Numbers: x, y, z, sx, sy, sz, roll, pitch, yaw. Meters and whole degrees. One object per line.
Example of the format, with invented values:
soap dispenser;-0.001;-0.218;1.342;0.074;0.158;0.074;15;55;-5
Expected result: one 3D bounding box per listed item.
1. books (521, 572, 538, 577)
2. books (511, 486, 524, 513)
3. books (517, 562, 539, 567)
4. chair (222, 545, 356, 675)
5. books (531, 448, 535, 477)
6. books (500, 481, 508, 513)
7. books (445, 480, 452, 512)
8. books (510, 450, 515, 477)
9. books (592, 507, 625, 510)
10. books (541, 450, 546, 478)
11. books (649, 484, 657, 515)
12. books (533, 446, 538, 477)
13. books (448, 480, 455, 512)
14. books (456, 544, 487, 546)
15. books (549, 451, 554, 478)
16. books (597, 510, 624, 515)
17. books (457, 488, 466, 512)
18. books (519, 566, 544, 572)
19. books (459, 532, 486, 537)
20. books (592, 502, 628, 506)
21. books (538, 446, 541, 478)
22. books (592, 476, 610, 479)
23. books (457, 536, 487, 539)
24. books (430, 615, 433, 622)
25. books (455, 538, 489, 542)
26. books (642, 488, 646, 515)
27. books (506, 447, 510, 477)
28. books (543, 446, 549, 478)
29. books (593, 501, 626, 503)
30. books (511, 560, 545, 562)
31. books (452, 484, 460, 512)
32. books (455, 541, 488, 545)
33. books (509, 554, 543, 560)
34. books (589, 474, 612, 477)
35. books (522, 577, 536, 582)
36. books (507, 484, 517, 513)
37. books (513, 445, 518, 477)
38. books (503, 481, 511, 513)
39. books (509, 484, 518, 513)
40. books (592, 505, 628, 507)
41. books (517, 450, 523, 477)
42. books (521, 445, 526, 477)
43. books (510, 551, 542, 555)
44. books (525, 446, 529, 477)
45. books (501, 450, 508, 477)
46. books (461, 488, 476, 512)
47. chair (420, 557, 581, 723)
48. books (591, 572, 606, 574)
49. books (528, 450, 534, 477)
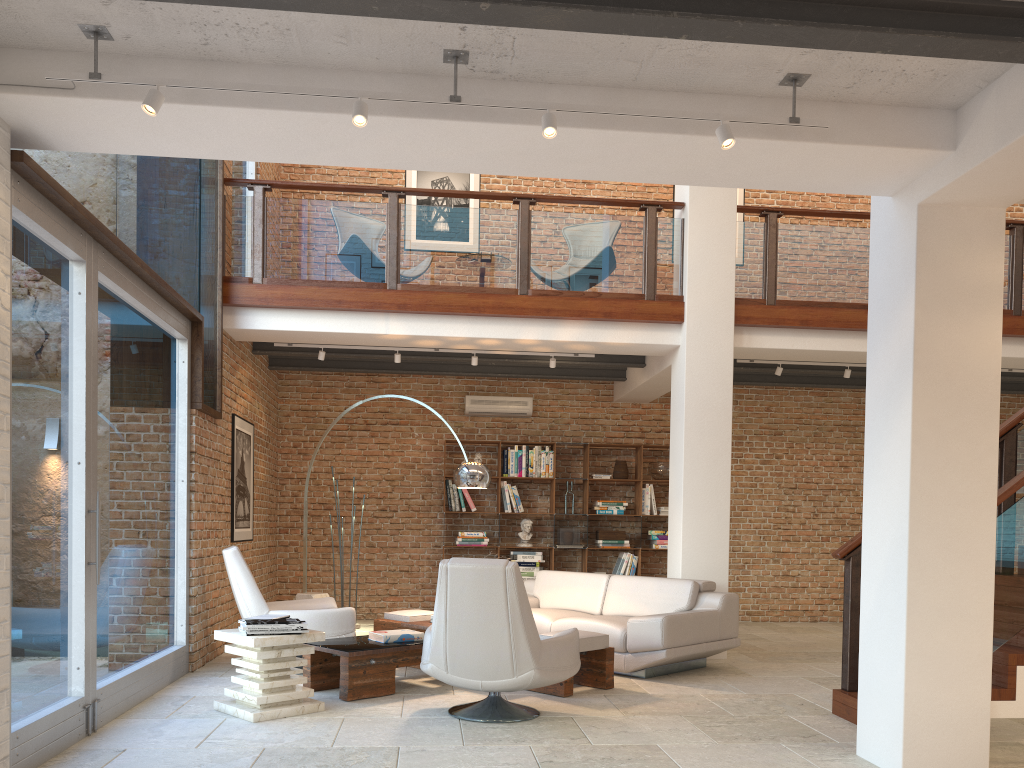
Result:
books;0.155;2.303;10.590;0.362;0.055;0.286;1;-9;-3
books;0.056;1.397;10.550;0.158;0.327;0.256;1;-3;-5
books;0.143;2.178;10.558;0.327;0.055;0.258;3;-9;-11
chair;-1.815;1.799;7.008;0.985;0.991;1.034;2;-4;-21
books;0.254;0.963;10.563;0.021;0.356;0.273;1;-2;-5
books;-0.105;1.369;10.552;0.101;0.381;0.245;1;-2;-5
books;-0.762;1.344;10.475;0.091;0.382;0.245;1;-2;-5
books;-0.008;0.967;10.529;0.055;0.327;0.256;1;-3;-5
books;1.175;1.525;10.667;0.380;0.036;0.247;2;-9;-5
books;0.366;0.980;10.568;0.055;0.327;0.256;1;-3;-5
books;1.711;1.426;10.729;0.101;0.381;0.245;1;-2;-5
books;0.282;0.953;10.579;0.036;0.381;0.245;1;-2;-5
books;-0.725;1.346;10.487;0.091;0.382;0.245;1;-2;-5
books;-0.488;1.943;10.512;0.356;0.020;0.275;2;-9;-5
books;0.460;0.986;10.600;0.055;0.327;0.256;1;-3;-5
books;1.195;1.571;10.661;0.326;0.055;0.258;0;-9;4
books;-0.618;1.349;10.485;0.121;0.379;0.245;1;-2;-5
books;0.169;2.242;10.573;0.380;0.064;0.247;4;-9;-19
books;-0.478;1.812;10.514;0.326;0.055;0.258;1;-9;-3
books;1.194;1.468;10.648;0.380;0.036;0.247;3;-9;-12
books;0.320;0.952;10.569;0.036;0.381;0.245;1;-2;-5
books;1.075;1.141;10.587;0.206;0.033;0.134;2;-9;-5
books;-0.487;1.851;10.517;0.356;0.020;0.275;2;-9;-7
books;-0.483;1.928;7.225;0.250;0.074;0.405;-3;-10;26
books;-0.484;1.876;10.498;0.380;0.036;0.247;3;-9;-12
books;1.583;1.446;10.695;0.055;0.327;0.256;1;-3;-5
books;-0.048;0.955;10.542;0.021;0.356;0.273;1;-2;-5
books;0.413;0.955;10.578;0.036;0.381;0.245;1;-2;-5
books;1.191;1.443;10.667;0.356;0.020;0.275;2;-9;-7
books;0.159;2.143;10.571;0.444;0.020;0.275;2;-9;-5
books;-0.677;1.376;10.511;0.102;0.331;0.256;1;-3;-5
books;-0.496;1.913;10.504;0.380;0.036;0.247;3;-9;-10
books;0.167;2.103;10.589;0.380;0.064;0.247;3;-9;-11
books;1.069;1.116;10.592;0.237;0.018;0.173;3;-9;-12
books;0.157;2.360;10.572;0.380;0.064;0.247;3;-9;-11
books;-0.013;1.387;10.548;0.125;0.346;0.273;1;-3;-5
books;0.039;0.942;10.537;0.036;0.381;0.245;1;-2;-5
books;-0.065;1.367;10.533;0.103;0.381;0.245;1;-2;-5
books;0.007;1.389;10.559;0.125;0.346;0.273;1;-3;-5
books;1.192;1.497;10.657;0.380;0.018;0.247;3;-9;-13
books;0.084;0.973;10.557;0.055;0.327;0.256;1;-3;-5
books;0.133;0.944;10.541;0.036;0.381;0.245;1;-2;-5
books;0.163;2.051;10.583;0.380;0.036;0.247;2;-9;-5
books;0.169;0.947;10.554;0.036;0.381;0.245;1;-2;-5
books;-0.087;0.968;10.540;0.055;0.327;0.256;1;-3;-5
books;-0.529;1.386;10.518;0.195;0.316;0.256;1;-3;-5
chair;-0.125;1.566;5.394;1.027;1.008;0.980;0;-4;11
books;1.063;2.322;10.689;0.132;0.033;0.208;2;-9;-10
books;0.217;0.973;10.544;0.055;0.327;0.256;1;-3;-5
